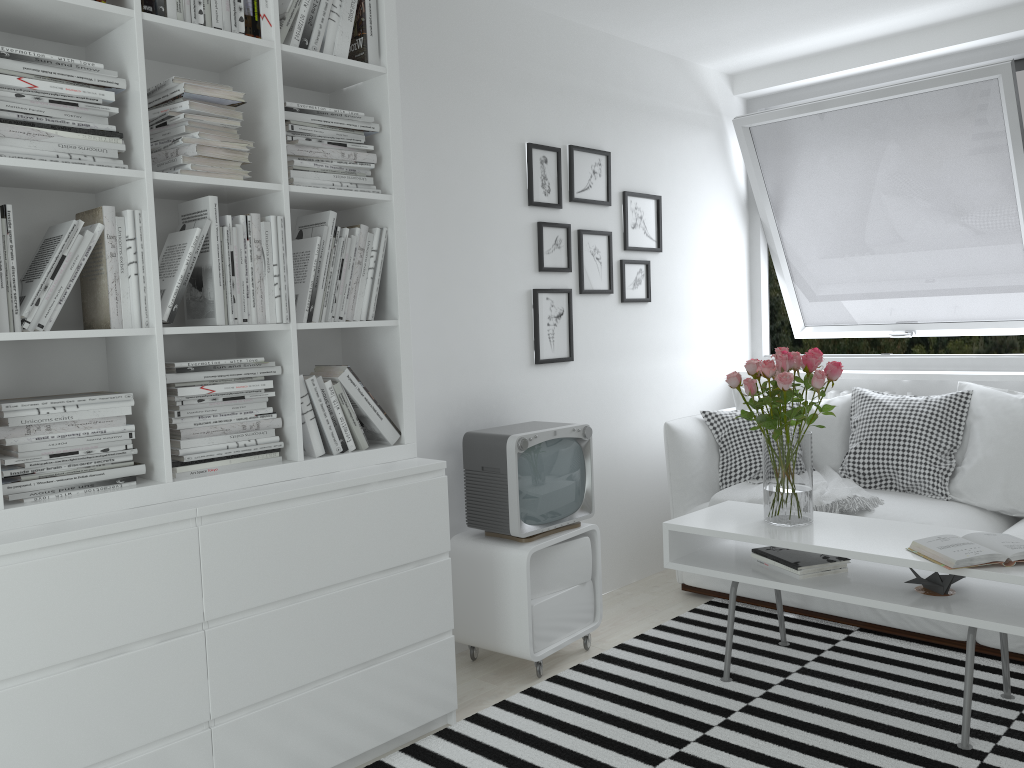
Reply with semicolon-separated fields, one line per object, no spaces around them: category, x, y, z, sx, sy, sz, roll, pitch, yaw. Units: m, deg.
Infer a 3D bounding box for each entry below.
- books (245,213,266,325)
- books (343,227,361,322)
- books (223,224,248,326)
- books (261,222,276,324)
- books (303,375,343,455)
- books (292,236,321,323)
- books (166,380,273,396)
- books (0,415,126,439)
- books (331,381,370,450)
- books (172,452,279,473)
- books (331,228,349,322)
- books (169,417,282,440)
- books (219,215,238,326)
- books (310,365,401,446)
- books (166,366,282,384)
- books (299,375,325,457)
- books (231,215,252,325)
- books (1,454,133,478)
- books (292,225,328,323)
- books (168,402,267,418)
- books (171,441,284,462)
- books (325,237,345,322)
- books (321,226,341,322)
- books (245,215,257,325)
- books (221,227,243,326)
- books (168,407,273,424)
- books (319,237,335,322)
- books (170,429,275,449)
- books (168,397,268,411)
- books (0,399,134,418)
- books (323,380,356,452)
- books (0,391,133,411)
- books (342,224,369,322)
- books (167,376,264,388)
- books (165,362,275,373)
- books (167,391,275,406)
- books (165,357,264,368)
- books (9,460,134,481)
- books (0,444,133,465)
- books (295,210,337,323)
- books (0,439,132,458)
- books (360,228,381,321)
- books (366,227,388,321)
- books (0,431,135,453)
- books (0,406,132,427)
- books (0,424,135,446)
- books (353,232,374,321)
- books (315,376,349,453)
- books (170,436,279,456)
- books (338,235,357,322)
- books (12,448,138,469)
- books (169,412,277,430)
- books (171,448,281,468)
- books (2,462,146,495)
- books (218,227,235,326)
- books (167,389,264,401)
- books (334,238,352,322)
books;-0.743;-0.311;2.444;0.180;0.296;0.028;2;5;44
books;-0.544;-0.328;2.706;0.182;0.282;0.090;2;5;44
books;-0.771;-0.290;2.396;0.167;0.263;0.017;2;5;44
books;-0.715;-0.301;2.451;0.174;0.273;0.021;2;5;44
books;-0.594;0.089;2.585;0.172;0.235;0.112;2;5;44
books;-0.628;-0.299;2.588;0.161;0.248;0.077;2;5;44
books;-0.814;0.009;2.401;0.174;0.021;0.273;2;5;44
books;-1.109;0.098;2.122;0.180;0.028;0.296;2;5;44
books;-0.526;0.093;2.659;0.161;0.213;0.118;2;5;44
books;-0.836;0.205;2.434;0.232;0.014;0.308;1;5;41
books;-0.564;-0.323;2.662;0.159;0.278;0.085;2;5;44
books;-0.810;0.118;2.438;0.180;0.028;0.296;2;5;44
books;-0.789;-0.299;2.374;0.159;0.285;0.012;2;5;44
books;-0.483;0.066;2.710;0.176;0.255;0.226;2;5;44
books;-0.817;-0.027;2.405;0.176;0.025;0.331;2;5;44
books;-0.632;0.090;2.561;0.172;0.239;0.093;2;5;44
books;-0.770;-0.305;2.417;0.182;0.288;0.016;2;5;44
books;-1.097;0.189;2.138;0.182;0.016;0.288;2;5;44
books;-0.613;-0.318;2.597;0.159;0.278;0.085;2;5;44
books;-0.825;0.065;2.401;0.167;0.017;0.263;2;5;44
books;-0.797;0.177;2.414;0.182;0.016;0.288;2;5;44
books;-0.569;-0.307;2.645;0.161;0.249;0.078;2;5;44
books;-0.594;-0.323;2.653;0.182;0.282;0.090;2;5;44
books;-0.759;-0.306;2.428;0.182;0.288;0.016;2;5;44
books;-0.775;-0.285;2.380;0.161;0.254;0.012;2;5;44
books;-0.828;0.081;2.419;0.182;0.016;0.288;2;5;44
books;-0.596;-0.305;2.630;0.161;0.248;0.078;2;5;44
books;-0.812;0.143;2.413;0.174;0.021;0.273;2;5;44
books;-0.815;0.050;2.399;0.161;0.012;0.254;2;5;44
books;-1.086;0.054;2.121;0.182;0.016;0.288;2;5;44
books;-0.556;0.093;2.635;0.161;0.218;0.101;2;5;44
books;-1.083;0.039;2.108;0.182;0.016;0.288;2;5;44
books;-0.527;-0.336;2.723;0.180;0.293;0.103;2;5;44
books;-0.825;-0.008;2.397;0.161;0.013;0.254;2;5;44
books;-0.809;-0.046;2.399;0.159;0.012;0.285;2;5;44
books;-0.812;0.037;2.411;0.159;0.012;0.285;2;5;44
books;-0.823;-0.058;2.389;0.161;0.012;0.254;2;5;44
books;-1.074;0.202;2.141;0.161;0.013;0.254;2;5;44
books;-1.086;0.162;2.126;0.159;0.012;0.285;2;5;44
books;-0.603;-0.341;2.621;0.176;0.325;0.109;2;5;44
books;-1.074;0.149;2.129;0.161;0.012;0.254;2;5;44
books;-0.490;-0.334;2.747;0.182;0.282;0.090;2;5;44
books;-0.467;-0.335;2.747;0.182;0.282;0.090;2;5;44
books;-1.076;0.134;2.139;0.167;0.017;0.263;2;5;44
books;-1.085;0.073;2.124;0.174;0.021;0.273;2;5;44
books;-1.093;0.117;2.141;0.182;0.016;0.288;2;5;44
books;-0.509;-0.325;2.735;0.174;0.269;0.091;2;5;44
books;-0.574;0.088;2.610;0.152;0.232;0.104;2;5;44
books;-0.809;0.162;2.416;0.182;0.016;0.288;2;5;44
books;-0.548;-0.314;2.683;0.167;0.258;0.085;2;5;44
books;-1.064;0.173;2.137;0.161;0.013;0.256;2;5;44
books;-0.820;0.096;2.427;0.182;0.016;0.288;2;5;44
books;-0.841;0.192;2.441;0.251;0.012;0.312;2;6;44
books;-1.082;0.221;2.133;0.176;0.025;0.331;2;5;44
books;-0.791;-0.284;2.360;0.161;0.256;0.013;2;5;44
books;-0.821;0.027;2.388;0.161;0.013;0.256;2;5;44
books;-0.553;-0.308;2.665;0.161;0.248;0.077;2;5;44
